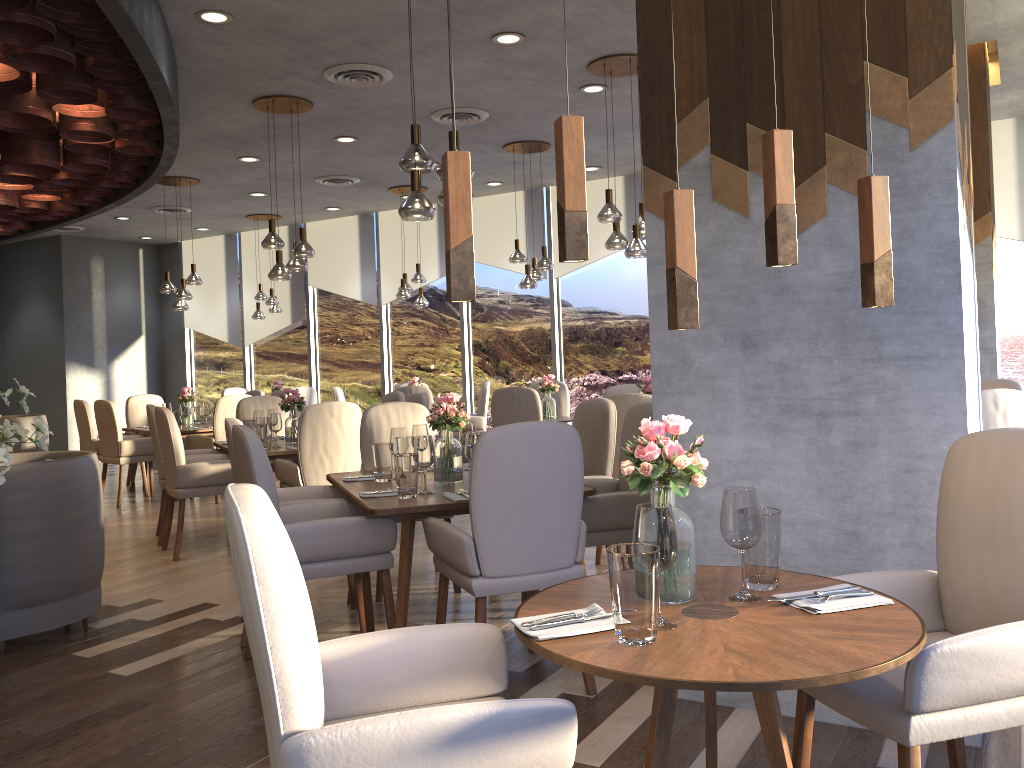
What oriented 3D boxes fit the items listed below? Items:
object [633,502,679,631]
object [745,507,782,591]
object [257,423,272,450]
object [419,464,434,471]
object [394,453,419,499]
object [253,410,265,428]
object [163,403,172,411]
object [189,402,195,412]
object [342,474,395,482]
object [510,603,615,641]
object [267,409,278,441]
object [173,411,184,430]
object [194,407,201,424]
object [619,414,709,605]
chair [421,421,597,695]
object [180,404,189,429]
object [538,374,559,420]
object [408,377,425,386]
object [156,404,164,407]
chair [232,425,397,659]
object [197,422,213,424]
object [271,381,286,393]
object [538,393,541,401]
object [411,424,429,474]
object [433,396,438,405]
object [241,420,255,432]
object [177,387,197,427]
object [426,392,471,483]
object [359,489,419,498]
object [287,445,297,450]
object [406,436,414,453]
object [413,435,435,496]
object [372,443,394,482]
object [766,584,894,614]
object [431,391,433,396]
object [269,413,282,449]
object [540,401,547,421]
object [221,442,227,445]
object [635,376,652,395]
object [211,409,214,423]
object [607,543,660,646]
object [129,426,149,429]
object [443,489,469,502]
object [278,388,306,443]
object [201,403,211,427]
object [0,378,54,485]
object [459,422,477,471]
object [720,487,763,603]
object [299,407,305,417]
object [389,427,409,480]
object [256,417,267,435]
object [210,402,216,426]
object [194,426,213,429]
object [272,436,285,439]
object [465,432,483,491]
[{"bbox_3d":[0.293,0.368,1.800,0.092,0.244,0.092,-2,0,21],"label":"object"},{"bbox_3d":[0.577,0.383,2.061,0.102,0.178,0.102,-2,0,-11],"label":"object"},{"bbox_3d":[-1.701,0.363,6.105,0.102,0.178,0.102,-2,0,30],"label":"object"},{"bbox_3d":[-0.400,0.432,4.606,0.157,0.019,0.255,-3,2,-15],"label":"object"},{"bbox_3d":[-0.431,0.378,3.635,0.102,0.178,0.102,-2,0,10],"label":"object"},{"bbox_3d":[-1.916,0.323,6.712,0.092,0.244,0.092,-2,0,22],"label":"object"},{"bbox_3d":[-3.632,0.321,9.343,0.092,0.244,0.092,-2,0,-39],"label":"object"},{"bbox_3d":[-3.438,0.310,9.489,0.092,0.244,0.092,-2,0,21],"label":"object"},{"bbox_3d":[-0.697,0.450,4.319,0.255,0.019,0.157,-3,2,-16],"label":"object"},{"bbox_3d":[0.135,0.486,1.836,0.255,0.019,0.157,-3,2,-21],"label":"object"},{"bbox_3d":[-1.862,0.316,6.904,0.092,0.244,0.092,-2,0,-44],"label":"object"},{"bbox_3d":[-3.245,0.357,8.626,0.102,0.178,0.102,-2,0,3],"label":"object"},{"bbox_3d":[-3.420,0.339,9.597,0.102,0.178,0.102,-2,0,-38],"label":"object"},{"bbox_3d":[0.345,0.276,1.995,0.210,0.416,0.198,-2,0,7],"label":"object"},{"bbox_3d":[-0.018,0.626,3.349,0.528,1.000,0.599,-2,0,-22],"label":"chair"},{"bbox_3d":[-3.226,0.321,8.733,0.092,0.244,0.092,-2,0,-40],"label":"object"},{"bbox_3d":[0.338,0.118,8.169,0.210,0.416,0.198,-2,0,2],"label":"object"},{"bbox_3d":[-1.084,0.125,9.994,0.198,0.416,0.210,-2,0,27],"label":"object"},{"bbox_3d":[-3.627,0.326,9.144,0.092,0.244,0.092,-2,0,-1],"label":"object"},{"bbox_3d":[-0.819,0.649,3.643,0.600,1.000,0.528,-2,0,-24],"label":"chair"},{"bbox_3d":[-3.270,0.415,9.517,0.255,0.019,0.157,-4,2,-44],"label":"object"},{"bbox_3d":[-3.038,0.160,11.538,0.198,0.416,0.210,-2,0,-38],"label":"object"},{"bbox_3d":[0.225,0.210,8.061,0.092,0.244,0.092,-2,0,-5],"label":"object"},{"bbox_3d":[-0.458,0.325,4.450,0.092,0.244,0.092,-2,0,32],"label":"object"},{"bbox_3d":[-0.858,0.230,10.155,0.102,0.178,0.102,-2,0,24],"label":"object"},{"bbox_3d":[-1.965,0.360,6.615,0.102,0.178,0.102,-2,0,-10],"label":"object"},{"bbox_3d":[-3.337,0.234,9.106,0.197,0.416,0.210,-2,0,42],"label":"object"},{"bbox_3d":[-0.296,0.246,4.093,0.210,0.416,0.198,-2,0,7],"label":"object"},{"bbox_3d":[-0.520,0.458,3.773,0.255,0.019,0.157,-3,2,-16],"label":"object"},{"bbox_3d":[-1.463,0.433,6.130,0.157,0.019,0.255,-3,2,-29],"label":"object"},{"bbox_3d":[-0.543,0.360,4.517,0.102,0.178,0.102,-2,0,11],"label":"object"},{"bbox_3d":[-0.367,0.341,3.723,0.092,0.244,0.092,-2,0,26],"label":"object"},{"bbox_3d":[-0.607,0.371,4.181,0.102,0.178,0.102,-2,0,20],"label":"object"},{"bbox_3d":[0.675,0.463,1.924,0.255,0.019,0.157,-3,2,-18],"label":"object"},{"bbox_3d":[-0.944,0.203,10.087,0.092,0.244,0.092,-2,0,-5],"label":"object"},{"bbox_3d":[-1.652,0.326,6.202,0.092,0.244,0.092,-2,0,16],"label":"object"},{"bbox_3d":[0.268,0.244,7.960,0.102,0.178,0.102,-2,0,-39],"label":"object"},{"bbox_3d":[-2.076,0.441,6.735,0.255,0.019,0.157,-3,2,-26],"label":"object"},{"bbox_3d":[0.945,0.149,6.043,0.210,0.416,0.198,-2,0,-13],"label":"object"},{"bbox_3d":[-2.953,0.340,8.868,0.102,0.178,0.102,-2,0,-40],"label":"object"},{"bbox_3d":[0.237,0.405,1.707,0.102,0.178,0.102,-2,0,15],"label":"object"},{"bbox_3d":[-3.787,0.445,9.118,0.255,0.019,0.157,-4,2,-43],"label":"object"},{"bbox_3d":[-0.191,0.449,3.620,0.157,0.019,0.255,-3,2,-20],"label":"object"},{"bbox_3d":[-1.632,0.233,6.609,0.210,0.416,0.198,-2,0,-13],"label":"object"},{"bbox_3d":[-3.063,0.311,8.881,0.092,0.244,0.092,-2,0,-44],"label":"object"},{"bbox_3d":[-1.949,0.401,2.922,0.788,1.617,0.747,-2,0,36],"label":"object"},{"bbox_3d":[-0.220,0.315,4.494,0.092,0.244,0.092,-2,0,30],"label":"object"},{"bbox_3d":[0.512,0.355,1.972,0.092,0.244,0.092,-2,0,-37],"label":"object"},{"bbox_3d":[-1.634,0.305,6.987,0.092,0.244,0.092,-2,0,43],"label":"object"},{"bbox_3d":[-0.543,0.333,4.269,0.092,0.244,0.092,-2,0,26],"label":"object"},{"bbox_3d":[-1.957,0.351,6.956,0.102,0.178,0.102,-2,0,-19],"label":"object"},{"bbox_3d":[-3.042,0.305,9.075,0.092,0.244,0.092,-2,0,-24],"label":"object"},{"bbox_3d":[-3.024,0.426,8.718,0.255,0.019,0.157,-1,2,44],"label":"object"},{"bbox_3d":[-1.830,0.423,7.067,0.157,0.019,0.255,-3,2,-25],"label":"object"},{"bbox_3d":[-0.155,0.331,3.782,0.092,0.244,0.092,-2,0,-40],"label":"object"}]
